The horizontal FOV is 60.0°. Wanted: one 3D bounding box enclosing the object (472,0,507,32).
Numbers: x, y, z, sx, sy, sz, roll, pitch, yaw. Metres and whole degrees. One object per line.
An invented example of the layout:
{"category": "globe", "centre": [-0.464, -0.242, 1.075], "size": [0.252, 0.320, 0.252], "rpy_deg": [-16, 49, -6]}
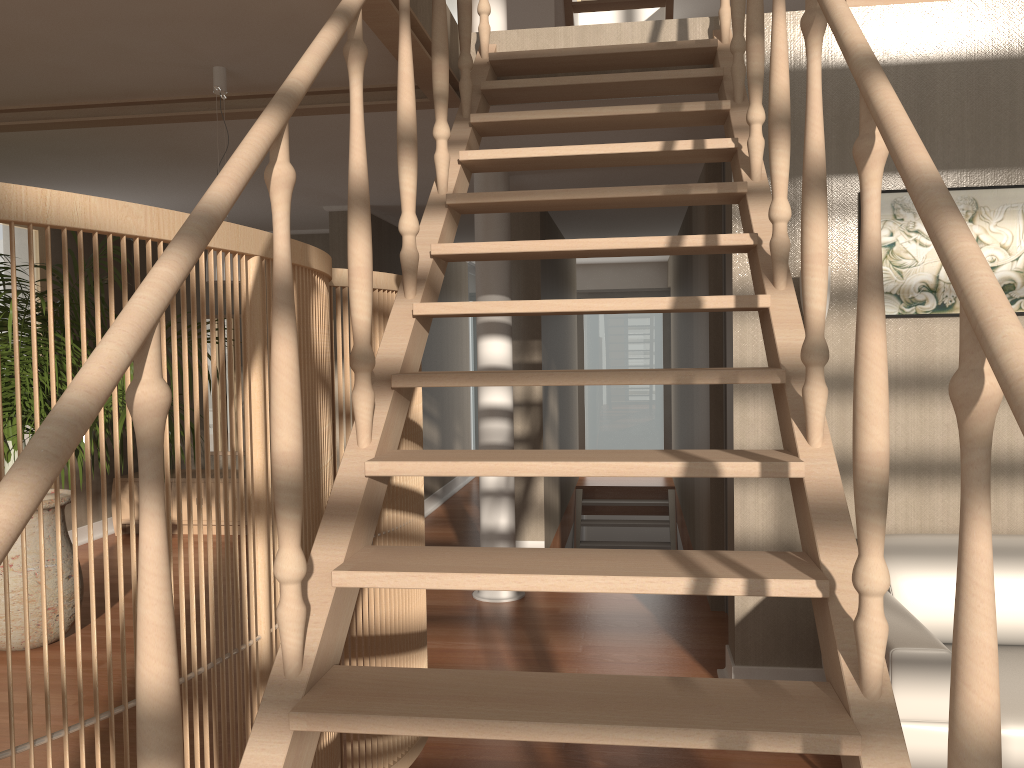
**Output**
{"category": "object", "centre": [-0.139, -2.686, 4.939], "size": [0.200, 2.400, 0.200], "rpy_deg": [-1, 2, 8]}

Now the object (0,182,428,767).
{"category": "object", "centre": [-0.497, 0.462, 2.111], "size": [0.233, 1.542, 2.229], "rpy_deg": [0, 2, 13]}

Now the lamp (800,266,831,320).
{"category": "lamp", "centre": [1.159, -0.278, 3.402], "size": [0.112, 0.353, 0.153], "rpy_deg": [-1, 2, 8]}

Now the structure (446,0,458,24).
{"category": "structure", "centre": [-2.157, -1.797, 2.209], "size": [3.475, 0.900, 3.300], "rpy_deg": [-1, 2, 8]}

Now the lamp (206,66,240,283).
{"category": "lamp", "centre": [-1.090, -0.786, 3.341], "size": [0.139, 0.800, 0.139], "rpy_deg": [1, 3, 43]}

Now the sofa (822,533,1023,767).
{"category": "sofa", "centre": [1.968, 0.898, 2.745], "size": [1.781, 0.740, 0.905], "rpy_deg": [-1, 2, 8]}

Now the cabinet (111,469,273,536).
{"category": "cabinet", "centre": [-2.145, 0.940, 7.034], "size": [1.911, 0.458, 0.500], "rpy_deg": [-1, 2, 8]}

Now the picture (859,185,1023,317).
{"category": "picture", "centre": [2.104, -0.508, 3.326], "size": [1.531, 0.487, 0.018], "rpy_deg": [-1, 2, 8]}

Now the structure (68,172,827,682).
{"category": "structure", "centre": [0.597, -0.034, 4.226], "size": [8.342, 2.533, 10.775], "rpy_deg": [-1, 2, 8]}

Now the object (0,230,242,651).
{"category": "object", "centre": [-2.467, 0.345, 4.353], "size": [2.109, 2.304, 2.157], "rpy_deg": [-1, 2, -3]}

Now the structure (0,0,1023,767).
{"category": "structure", "centre": [0.161, -0.465, 2.019], "size": [1.000, 3.578, 3.150], "rpy_deg": [-1, 2, 8]}
